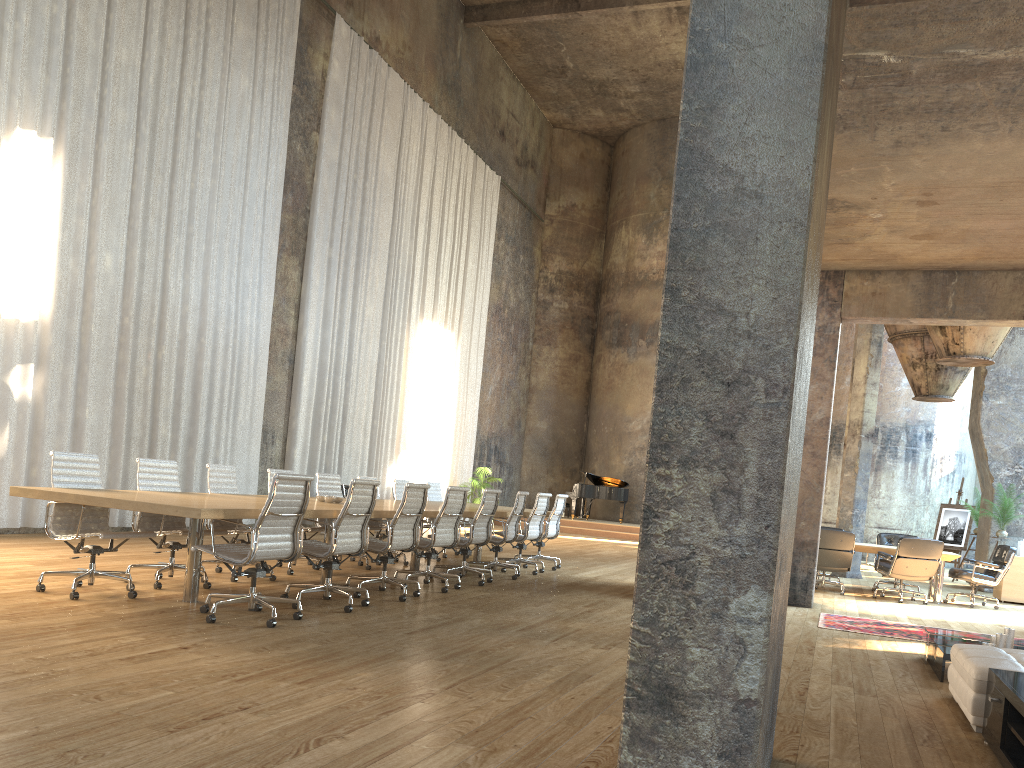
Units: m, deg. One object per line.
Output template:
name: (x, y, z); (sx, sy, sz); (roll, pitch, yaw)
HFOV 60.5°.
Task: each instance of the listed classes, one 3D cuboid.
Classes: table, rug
table: (3.532, 2.058, 6.457); (0.787, 0.202, 1.119); (3, -7, 21)
table: (5.093, 2.682, 12.789); (2.401, 0.699, 1.113); (3, -5, 20)
table: (3.662, 2.089, 6.803); (0.856, 0.246, 0.373); (3, -5, 20)
rug: (4.290, 2.465, 8.565); (2.454, 0.009, 1.356); (3, -7, 21)
table: (-1.362, 1.650, 9.304); (1.595, 0.757, 7.773); (3, -7, 21)
table: (7.076, 3.624, 18.688); (1.864, 0.545, 0.948); (3, -5, 20)

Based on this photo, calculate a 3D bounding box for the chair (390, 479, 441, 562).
chair: (-1.230, 1.789, 11.539); (0.696, 1.025, 0.669); (5, -1, 24)

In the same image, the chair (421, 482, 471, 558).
chair: (1.729, 2.053, 11.388); (12.906, 1.029, 31.743); (3, -7, 21)

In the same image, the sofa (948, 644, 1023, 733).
sofa: (3.898, 1.735, 5.647); (2.057, 0.720, 2.951); (3, -6, 21)

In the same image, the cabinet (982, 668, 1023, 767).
cabinet: (2.339, 1.551, 3.759); (0.394, 0.368, 1.573); (4, -6, 21)

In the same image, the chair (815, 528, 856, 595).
chair: (4.383, 2.464, 12.285); (0.727, 0.891, 0.826); (5, -2, 14)

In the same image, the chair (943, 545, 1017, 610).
chair: (6.491, 2.657, 12.268); (0.818, 0.892, 0.734); (5, -2, 15)

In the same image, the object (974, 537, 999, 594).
object: (8.117, 3.025, 14.487); (0.662, 0.972, 0.568); (6, -1, -33)

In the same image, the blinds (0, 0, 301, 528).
blinds: (-5.021, -2.609, 10.203); (0.274, 8.637, 7.880); (6, -2, 22)

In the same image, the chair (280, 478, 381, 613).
chair: (-1.449, 1.234, 6.908); (0.696, 1.025, 0.669); (5, -1, 24)

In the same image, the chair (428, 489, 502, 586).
chair: (-0.516, 1.613, 9.440); (0.696, 1.025, 0.669); (5, -1, 26)

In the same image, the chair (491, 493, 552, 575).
chair: (0.102, 1.865, 11.120); (0.695, 1.025, 0.670); (5, -1, 29)

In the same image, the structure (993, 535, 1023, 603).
structure: (7.900, 2.868, 13.490); (0.732, 1.014, 0.748); (5, -2, 21)

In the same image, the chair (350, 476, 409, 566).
chair: (-1.546, 1.660, 10.677); (0.696, 1.025, 0.669); (5, -1, 26)

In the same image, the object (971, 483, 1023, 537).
object: (8.086, 2.083, 14.596); (0.855, 0.939, 0.692); (4, -2, 23)

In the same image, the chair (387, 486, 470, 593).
chair: (-0.824, 1.490, 8.615); (0.695, 1.025, 0.670); (5, -1, 29)

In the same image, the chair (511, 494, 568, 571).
chair: (0.368, 1.985, 11.943); (0.696, 1.025, 0.669); (5, -1, 26)

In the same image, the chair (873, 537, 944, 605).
chair: (5.338, 2.515, 11.964); (0.730, 0.891, 0.823); (6, -2, -6)

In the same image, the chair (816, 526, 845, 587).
chair: (4.802, 2.667, 13.711); (0.726, 0.892, 0.827); (4, -3, 27)

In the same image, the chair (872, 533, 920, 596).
chair: (5.844, 2.719, 13.324); (0.727, 0.892, 0.827); (5, -3, 21)

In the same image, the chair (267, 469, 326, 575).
chair: (-2.163, 1.410, 9.007); (0.696, 1.025, 0.669); (5, -1, 26)

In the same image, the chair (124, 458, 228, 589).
chair: (-2.773, 1.159, 7.324); (0.695, 1.025, 0.670); (5, -1, 29)

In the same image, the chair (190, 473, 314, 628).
chair: (-1.780, 1.101, 6.019); (0.696, 1.025, 0.669); (5, -1, 26)

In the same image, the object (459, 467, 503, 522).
object: (-0.743, 2.683, 20.744); (1.089, 1.456, 1.134); (5, -2, 12)

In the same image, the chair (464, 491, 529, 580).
chair: (-0.187, 1.745, 10.314); (0.696, 1.025, 0.669); (5, -1, 20)

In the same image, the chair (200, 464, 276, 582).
chair: (-2.476, 1.280, 8.128); (0.696, 1.025, 0.669); (5, -1, 20)

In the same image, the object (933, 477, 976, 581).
object: (9.086, 2.964, 18.047); (0.688, 2.146, 0.697); (5, 1, -40)

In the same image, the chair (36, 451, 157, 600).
chair: (-3.045, 1.039, 6.503); (0.696, 1.025, 0.669); (5, -1, 26)

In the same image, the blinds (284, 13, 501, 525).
blinds: (-2.024, -1.395, 18.315); (0.274, 8.637, 7.880); (6, -2, 22)

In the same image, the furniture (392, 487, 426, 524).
furniture: (-1.660, 2.507, 17.317); (0.705, 0.840, 1.886); (5, -5, 21)

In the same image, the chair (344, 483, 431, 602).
chair: (-1.133, 1.363, 7.770); (0.696, 1.025, 0.669); (5, -1, 26)

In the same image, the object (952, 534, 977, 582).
object: (8.914, 3.374, 16.873); (0.656, 0.972, 0.573); (5, -1, 15)

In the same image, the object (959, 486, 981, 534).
object: (8.958, 2.429, 16.898); (0.684, 0.939, 0.866); (4, -3, 41)

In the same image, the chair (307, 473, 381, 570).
chair: (-1.855, 1.534, 9.832); (0.695, 1.025, 0.670); (5, -1, 29)

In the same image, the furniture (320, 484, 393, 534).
furniture: (-2.488, 2.171, 15.076); (0.705, 0.840, 1.886); (5, -5, 21)
